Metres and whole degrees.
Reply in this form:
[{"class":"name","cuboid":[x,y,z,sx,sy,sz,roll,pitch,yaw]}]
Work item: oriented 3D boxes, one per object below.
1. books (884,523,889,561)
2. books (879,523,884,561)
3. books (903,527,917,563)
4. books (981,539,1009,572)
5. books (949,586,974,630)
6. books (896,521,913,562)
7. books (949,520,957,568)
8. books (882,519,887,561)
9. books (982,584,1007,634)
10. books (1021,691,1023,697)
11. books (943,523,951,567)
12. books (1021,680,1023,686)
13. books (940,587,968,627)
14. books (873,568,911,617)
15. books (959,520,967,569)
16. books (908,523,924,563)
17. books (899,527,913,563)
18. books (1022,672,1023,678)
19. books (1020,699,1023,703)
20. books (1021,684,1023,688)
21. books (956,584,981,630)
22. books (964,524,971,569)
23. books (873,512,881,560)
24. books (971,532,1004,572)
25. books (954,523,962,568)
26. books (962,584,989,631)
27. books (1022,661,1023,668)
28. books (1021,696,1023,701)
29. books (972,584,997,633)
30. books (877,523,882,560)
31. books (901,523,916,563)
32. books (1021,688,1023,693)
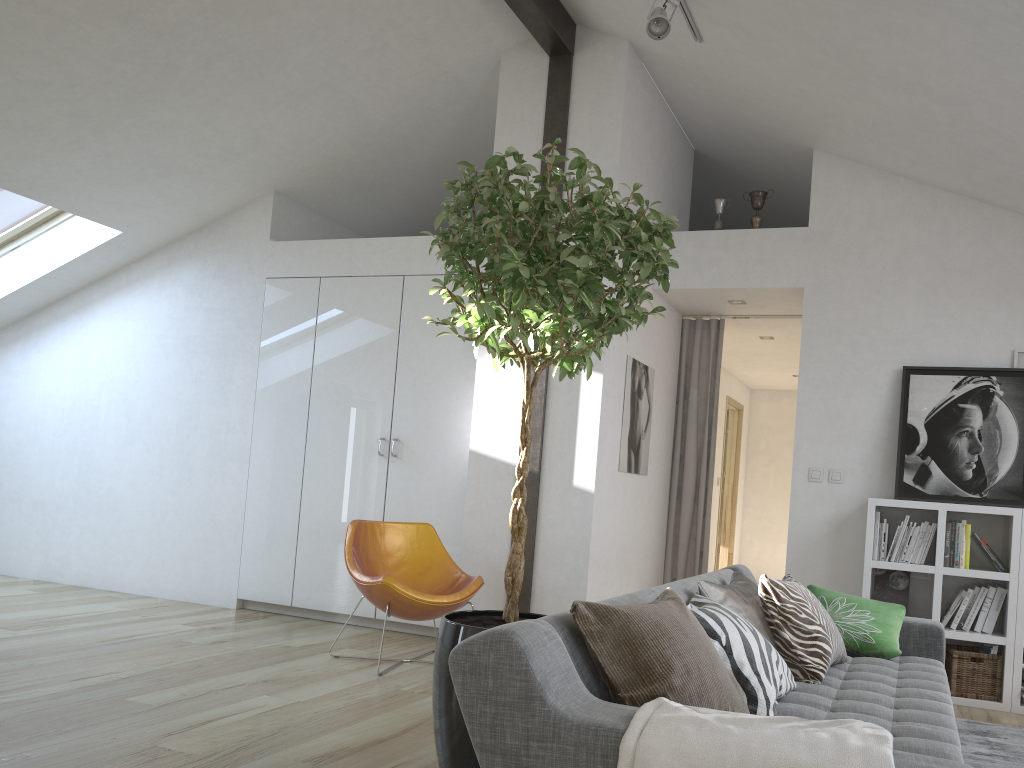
[{"class":"books","cuboid":[2.090,0.881,4.954,0.011,0.205,0.134,4,-4,25]},{"class":"books","cuboid":[2.069,0.880,4.960,0.011,0.206,0.134,4,-4,25]},{"class":"books","cuboid":[2.193,0.885,4.890,0.061,0.200,0.134,3,-4,24]},{"class":"books","cuboid":[2.571,0.911,4.735,0.141,0.168,0.137,3,-4,23]},{"class":"books","cuboid":[2.448,1.218,4.834,0.103,0.228,0.174,3,-4,24]},{"class":"books","cuboid":[2.174,0.873,4.917,0.071,0.228,0.152,3,-4,24]},{"class":"books","cuboid":[2.389,0.865,4.817,0.025,0.254,0.161,4,-4,25]},{"class":"books","cuboid":[2.083,0.869,4.963,0.011,0.230,0.133,4,-3,25]},{"class":"books","cuboid":[2.590,1.211,4.775,0.107,0.253,0.188,3,-4,24]},{"class":"books","cuboid":[2.786,1.615,4.595,0.288,0.013,0.224,2,-7,19]},{"class":"books","cuboid":[2.365,0.874,4.828,0.027,0.235,0.176,4,-4,25]},{"class":"books","cuboid":[2.797,1.574,4.601,0.264,0.015,0.176,2,-7,20]},{"class":"books","cuboid":[2.405,1.221,4.845,0.130,0.219,0.174,3,-4,24]},{"class":"books","cuboid":[2.147,1.190,5.026,0.185,0.274,0.098,3,-3,23]},{"class":"books","cuboid":[2.442,0.876,4.815,0.025,0.274,0.216,4,-4,25]},{"class":"books","cuboid":[2.229,0.875,4.896,0.071,0.228,0.152,3,-4,24]},{"class":"books","cuboid":[2.173,0.884,4.896,0.061,0.201,0.134,3,-4,24]},{"class":"books","cuboid":[2.805,1.536,4.620,0.261,0.011,0.153,2,-7,20]},{"class":"books","cuboid":[2.802,1.668,4.624,0.264,0.015,0.176,2,-7,20]},{"class":"books","cuboid":[2.789,1.589,4.608,0.263,0.015,0.177,1,-7,25]},{"class":"books","cuboid":[2.474,1.211,4.819,0.107,0.243,0.164,3,-4,24]},{"class":"books","cuboid":[2.459,0.877,4.799,0.025,0.235,0.176,4,-4,25]},{"class":"books","cuboid":[2.048,0.850,4.979,0.022,0.267,0.146,4,-3,25]},{"class":"books","cuboid":[2.541,0.899,4.752,0.165,0.195,0.169,3,-4,23]},{"class":"books","cuboid":[2.415,0.874,4.814,0.027,0.241,0.173,4,-4,25]},{"class":"books","cuboid":[2.504,1.211,4.805,0.114,0.246,0.186,3,-4,24]},{"class":"books","cuboid":[2.812,1.476,4.620,0.303,0.023,0.169,2,-7,20]},{"class":"books","cuboid":[2.796,1.651,4.610,0.265,0.015,0.175,3,-7,15]},{"class":"books","cuboid":[2.552,1.211,4.798,0.095,0.250,0.186,3,-4,24]},{"class":"books","cuboid":[2.061,0.881,4.971,0.011,0.205,0.134,4,-4,25]},{"class":"books","cuboid":[2.189,0.874,4.897,0.067,0.224,0.133,3,-3,24]},{"class":"books","cuboid":[2.783,1.588,4.587,0.285,0.011,0.242,2,-7,21]}]
